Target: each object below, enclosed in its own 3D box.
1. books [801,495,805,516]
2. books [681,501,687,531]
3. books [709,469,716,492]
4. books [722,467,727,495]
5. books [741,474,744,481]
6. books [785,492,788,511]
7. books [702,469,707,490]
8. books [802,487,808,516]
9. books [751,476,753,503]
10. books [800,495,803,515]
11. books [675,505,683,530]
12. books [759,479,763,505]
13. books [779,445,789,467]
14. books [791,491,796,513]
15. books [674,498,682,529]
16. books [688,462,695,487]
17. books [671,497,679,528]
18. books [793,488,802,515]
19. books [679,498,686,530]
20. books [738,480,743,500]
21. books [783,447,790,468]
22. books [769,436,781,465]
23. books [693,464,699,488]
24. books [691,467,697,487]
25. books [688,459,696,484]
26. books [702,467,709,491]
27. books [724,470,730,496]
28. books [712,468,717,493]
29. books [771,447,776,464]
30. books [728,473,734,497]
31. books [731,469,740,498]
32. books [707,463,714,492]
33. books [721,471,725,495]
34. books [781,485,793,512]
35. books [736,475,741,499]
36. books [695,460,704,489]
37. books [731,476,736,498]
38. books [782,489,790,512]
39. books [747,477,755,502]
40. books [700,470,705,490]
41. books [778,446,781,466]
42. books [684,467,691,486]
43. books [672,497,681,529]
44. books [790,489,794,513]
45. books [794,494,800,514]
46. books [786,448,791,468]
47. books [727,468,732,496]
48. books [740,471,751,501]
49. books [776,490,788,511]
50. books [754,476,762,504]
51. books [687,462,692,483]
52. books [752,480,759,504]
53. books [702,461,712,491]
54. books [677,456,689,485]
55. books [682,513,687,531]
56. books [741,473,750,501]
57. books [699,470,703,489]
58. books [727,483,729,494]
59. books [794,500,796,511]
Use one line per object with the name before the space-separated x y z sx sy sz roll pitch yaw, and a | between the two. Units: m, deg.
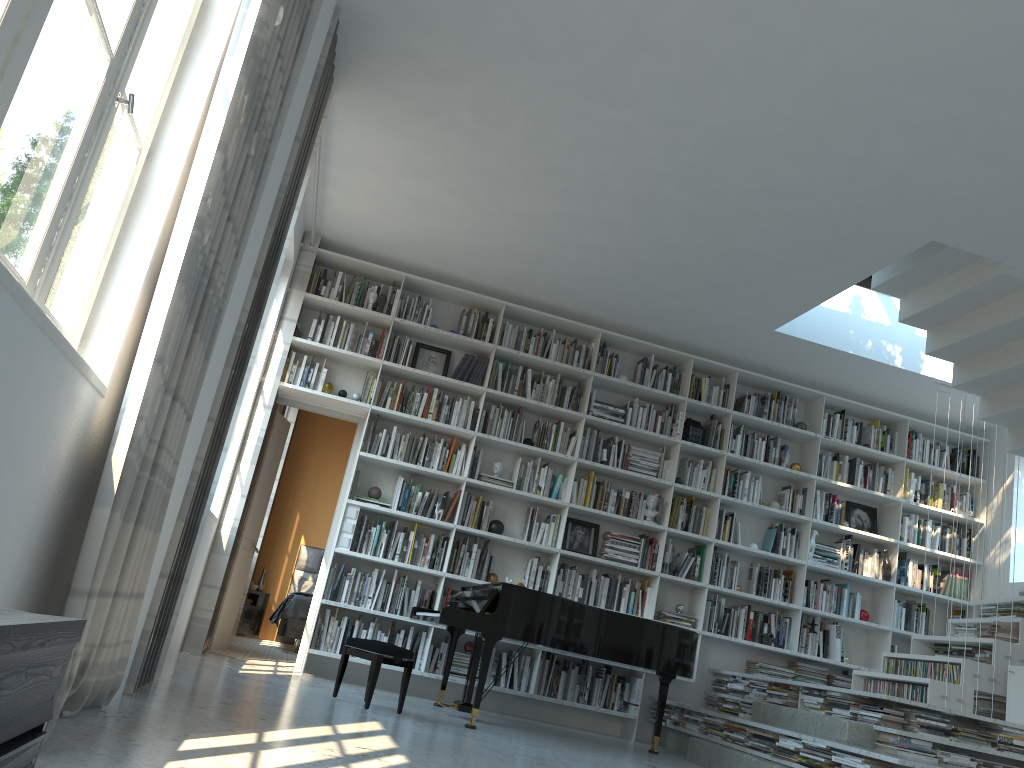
books | 2.470 1.071 7.653 0.012 0.205 0.170 15 -16 -10
books | 1.395 1.119 7.397 0.035 0.277 0.139 15 -16 -10
books | 1.656 0.838 7.493 0.028 0.229 0.177 15 -16 -10
books | 1.774 0.853 7.548 0.014 0.277 0.154 15 -16 -10
books | 1.927 0.904 7.569 0.011 0.256 0.131 15 -16 -10
books | 2.329 1.038 7.641 0.005 0.204 0.154 15 -16 -10
books | 1.586 0.832 7.487 0.029 0.210 0.158 15 -16 -10
books | 2.487 1.038 7.658 0.005 0.277 0.183 15 -16 -10
books | 2.020 0.928 7.594 0.024 0.261 0.134 15 -16 -10
books | 2.447 1.065 7.644 0.013 0.204 0.174 15 -16 -10
books | 1.361 1.126 7.365 0.015 0.231 0.180 15 -16 -10
books | 2.100 0.953 7.605 0.034 0.253 0.161 15 -16 -10
books | 2.322 0.651 7.708 0.054 0.234 0.172 15 -16 -10
books | 2.393 1.044 7.654 0.016 0.227 0.160 15 -16 -10
books | 1.346 1.095 7.379 0.035 0.292 0.145 15 -16 -10
books | 1.479 0.787 7.483 0.028 0.249 0.165 15 -16 -10
books | 1.322 1.089 7.374 0.035 0.292 0.145 15 -16 -10
books | 2.439 1.037 7.650 0.016 0.256 0.176 15 -16 -10
books | 1.384 1.101 7.374 0.019 0.293 0.164 15 -16 -10
books | 1.905 0.927 7.552 0.025 0.193 0.171 15 -16 -10
books | 2.340 0.668 7.718 0.048 0.216 0.182 15 -16 -10
books | 2.260 0.609 7.699 0.029 0.284 0.184 15 -16 -10
books | 1.518 0.803 7.484 0.023 0.235 0.179 15 -16 -10
books | 1.500 0.814 7.482 0.023 0.206 0.171 15 -16 -10
books | 1.496 0.779 7.491 0.019 0.274 0.146 15 -16 -10
books | 1.605 0.827 7.500 0.024 0.233 0.150 15 -16 -10
books | 1.788 0.867 7.530 0.014 0.247 0.177 15 -16 -10
books | 1.671 0.843 7.512 0.026 0.237 0.173 15 -16 -10
books | 2.220 0.653 7.692 0.027 0.181 0.176 15 -16 -10
books | 1.831 0.887 7.546 0.013 0.235 0.158 15 -16 -10
books | 1.877 0.872 7.542 0.014 0.279 0.178 15 -16 -10
books | 1.641 0.815 7.511 0.025 0.276 0.173 15 -16 -10
books | 1.749 0.866 7.543 0.030 0.241 0.138 15 -16 -10
books | 2.359 1.011 7.640 0.015 0.266 0.164 15 -16 -10
books | 1.889 0.899 7.545 0.022 0.236 0.165 15 -16 -10
books | 1.543 0.784 7.472 0.028 0.274 0.187 15 -16 -10
books | 1.847 0.902 7.548 0.026 0.215 0.161 15 -16 -10
books | 2.340 1.027 7.644 0.012 0.231 0.154 15 -16 -10
books | 2.000 0.925 7.568 0.025 0.244 0.184 15 -16 -10
books | 1.565 0.833 7.481 0.027 0.196 0.185 15 -16 -10
books | 2.277 0.654 7.708 0.030 0.212 0.157 15 -16 -10
books | 1.442 0.804 7.454 0.028 0.185 0.181 15 -16 -10
books | 1.337 1.088 7.362 0.035 0.292 0.145 15 -16 -10
books | 2.369 1.029 7.650 0.016 0.243 0.152 15 -16 -10
books | 2.417 1.061 7.649 0.013 0.201 0.174 15 -16 -10
books | 2.372 0.676 7.743 0.026 0.228 0.141 15 -16 -10
books | 1.819 0.866 7.569 0.014 0.283 0.135 15 -16 -10
books | 1.977 0.899 7.585 0.027 0.294 0.160 15 -16 -10
books | 2.319 1.029 7.645 0.015 0.219 0.140 15 -16 -10
books | 2.071 0.929 7.579 0.024 0.271 0.170 15 -16 -10
books | 1.461 0.787 7.484 0.024 0.242 0.159 15 -16 -10
books | 2.042 0.945 7.581 0.021 0.231 0.183 15 -16 -10
books | 1.627 0.804 7.513 0.028 0.292 0.155 15 -16 -10
books | 1.435 0.759 7.485 0.019 0.284 0.160 15 -16 -10
books | 1.409 1.172 7.391 0.030 0.180 0.132 15 -16 -10
books | 1.953 0.900 7.551 0.030 0.262 0.182 15 -16 -10
books | 1.548 0.828 7.474 0.024 0.194 0.173 15 -16 -10
books | 1.795 0.907 7.536 0.021 0.178 0.137 15 -16 -10
books | 2.403 1.059 7.659 0.012 0.205 0.138 15 -16 -10
